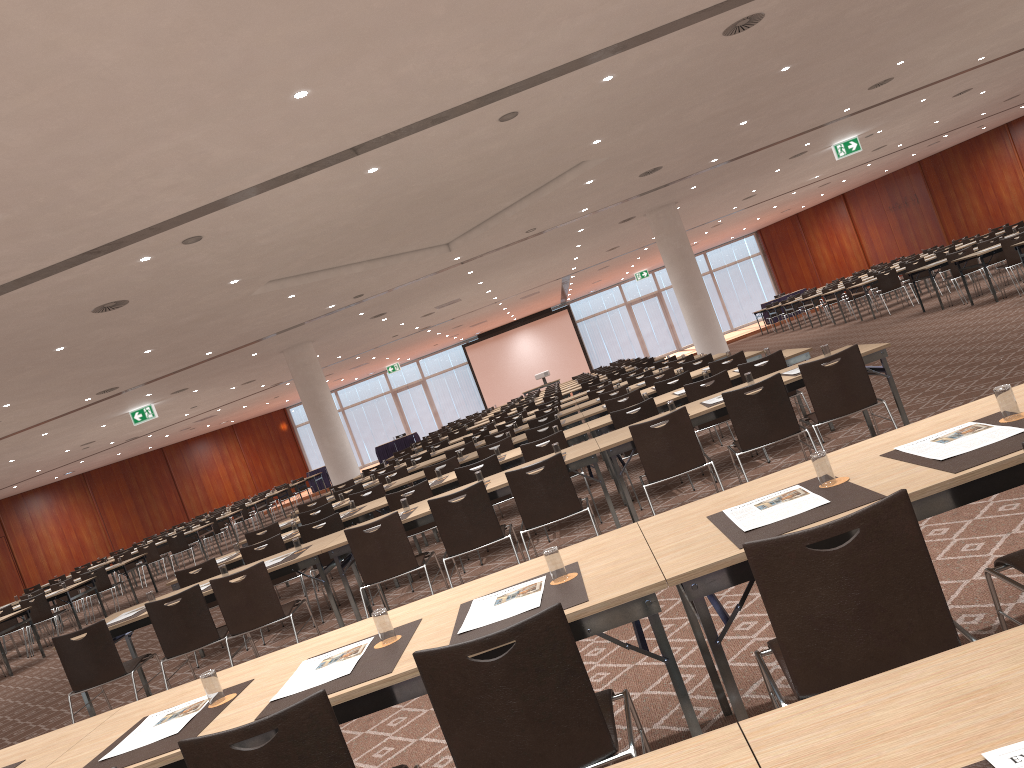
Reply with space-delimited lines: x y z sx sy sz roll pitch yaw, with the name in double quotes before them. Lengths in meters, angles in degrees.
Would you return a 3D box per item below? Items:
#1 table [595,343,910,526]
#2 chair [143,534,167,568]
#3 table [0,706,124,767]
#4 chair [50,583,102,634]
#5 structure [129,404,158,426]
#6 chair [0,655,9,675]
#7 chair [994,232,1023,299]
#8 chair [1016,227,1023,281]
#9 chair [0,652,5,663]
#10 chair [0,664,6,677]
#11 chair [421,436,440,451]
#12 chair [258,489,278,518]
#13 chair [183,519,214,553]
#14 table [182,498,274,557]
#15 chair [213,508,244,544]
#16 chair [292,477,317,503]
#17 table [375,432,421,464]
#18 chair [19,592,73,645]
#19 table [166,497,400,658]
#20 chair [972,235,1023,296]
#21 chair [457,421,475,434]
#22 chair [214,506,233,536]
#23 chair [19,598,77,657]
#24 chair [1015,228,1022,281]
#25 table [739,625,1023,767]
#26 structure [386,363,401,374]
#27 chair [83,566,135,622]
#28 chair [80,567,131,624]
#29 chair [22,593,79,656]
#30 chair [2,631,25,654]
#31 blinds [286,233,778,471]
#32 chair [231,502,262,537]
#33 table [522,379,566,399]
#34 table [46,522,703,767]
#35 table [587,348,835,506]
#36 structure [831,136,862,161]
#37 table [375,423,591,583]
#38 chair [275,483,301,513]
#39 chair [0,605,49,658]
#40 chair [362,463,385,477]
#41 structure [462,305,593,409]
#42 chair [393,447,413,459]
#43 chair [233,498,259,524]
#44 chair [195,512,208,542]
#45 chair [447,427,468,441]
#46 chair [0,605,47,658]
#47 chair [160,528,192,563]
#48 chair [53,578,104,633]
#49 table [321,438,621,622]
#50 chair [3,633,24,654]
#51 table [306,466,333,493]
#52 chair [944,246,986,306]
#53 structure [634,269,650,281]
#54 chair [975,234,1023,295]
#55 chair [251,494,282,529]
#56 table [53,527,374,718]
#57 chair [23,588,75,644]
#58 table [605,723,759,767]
"table" 1.892 0.470 7.077 2.267 0.833 0.953 -20 0 3
"chair" -10.743 5.020 26.861 0.535 0.939 0.613 -20 1 1
"table" -2.563 2.141 3.310 2.267 0.833 0.953 -20 0 3
"chair" -8.487 4.224 17.146 0.535 0.939 0.613 -20 1 1
"structure" -8.777 0.730 21.133 0.587 0.346 0.105 -20 1 3
"chair" -8.038 4.075 13.155 0.536 0.939 0.613 -20 1 3
"chair" 8.048 -1.904 14.097 0.536 0.939 0.613 -20 1 6
"chair" 9.397 -2.412 15.940 0.536 0.939 0.613 -20 1 2
"chair" -9.226 4.507 15.116 0.536 0.939 0.613 -20 1 5
"chair" -8.103 4.099 13.159 0.536 0.939 0.613 -20 1 5
"chair" -1.700 1.690 20.263 0.536 0.939 0.613 -20 1 4
"chair" -8.345 4.113 30.574 0.536 0.939 0.613 -20 1 2
"chair" -9.482 4.552 26.722 0.535 0.939 0.613 -20 1 0
"table" -8.019 4.072 25.228 2.267 0.833 0.953 -20 0 3
"chair" -8.602 4.225 26.726 0.536 0.939 0.613 -20 1 4
"chair" -7.168 3.676 30.500 0.536 0.939 0.613 -20 1 4
"table" -4.342 2.537 34.226 1.713 0.832 1.041 -20 0 3
"chair" -9.111 4.455 17.229 0.536 0.939 0.613 -20 1 6
"table" -2.256 2.001 9.342 2.267 0.833 0.953 -20 0 3
"chair" 8.697 -2.153 16.058 0.536 0.939 0.613 -20 1 2
"chair" -0.996 1.420 22.222 0.536 0.939 0.613 -20 1 4
"chair" -9.925 4.699 30.756 0.536 0.939 0.613 -20 1 2
"chair" -7.942 4.030 15.109 0.536 0.939 0.613 -20 1 2
"chair" 9.380 -2.406 15.941 0.536 0.939 0.613 -20 1 3
"table" 1.585 0.610 1.044 2.267 0.833 0.953 -20 0 3
"structure" -5.189 -0.680 38.869 0.587 0.346 0.105 -20 1 3
"chair" -7.784 3.964 17.028 0.536 0.939 0.613 -20 1 2
"chair" -7.859 3.991 17.032 0.536 0.939 0.613 -20 1 1
"chair" -7.900 4.015 15.106 0.536 0.939 0.613 -20 1 6
"chair" -10.019 4.793 17.169 0.536 0.939 0.613 -20 1 3
"blinds" 0.861 -1.019 40.377 22.857 3.817 0.115 -20 1 3
"chair" -8.022 4.010 26.630 0.536 0.939 0.613 -20 1 5
"table" 1.258 0.459 33.888 1.540 0.832 0.953 -20 0 3
"table" -0.438 1.352 3.175 2.267 0.833 0.953 -20 0 3
"table" 1.994 0.424 9.073 2.267 0.833 0.953 -20 0 3
"structure" 7.586 -5.343 20.097 0.587 0.346 0.105 -20 1 3
"table" -0.131 1.212 9.207 2.267 0.833 0.953 -20 0 3
"chair" -7.772 3.900 30.619 0.536 0.939 0.613 -20 1 6
"chair" -8.517 4.244 15.188 0.536 0.939 0.613 -20 1 3
"chair" -2.443 1.981 16.764 0.536 0.939 0.613 -20 1 3
"structure" 0.690 -1.181 40.000 5.159 3.526 0.395 -20 1 3
"chair" -2.326 1.922 20.261 0.536 0.939 0.613 -20 1 5
"chair" -9.251 4.448 30.772 0.536 0.939 0.613 -20 1 1
"chair" -10.550 4.931 30.714 0.536 0.939 0.613 -20 1 1
"chair" -1.093 1.465 20.148 0.536 0.939 0.613 -20 1 4
"chair" -8.522 4.246 15.189 0.535 0.939 0.613 -20 1 0
"chair" -10.154 4.802 26.683 0.536 0.939 0.613 -20 1 6
"chair" -8.440 4.207 17.143 0.536 0.939 0.613 -20 1 4
"table" -0.233 1.259 7.211 2.267 0.833 0.953 -20 0 3
"chair" -10.018 4.793 17.169 0.535 0.939 0.613 -20 1 0
"table" -7.005 3.525 34.394 1.713 0.832 1.041 -20 0 3
"chair" 8.181 -1.961 16.017 0.536 0.939 0.613 -20 1 3
"structure" 5.592 -4.681 38.186 0.587 0.346 0.105 -20 1 3
"chair" 8.760 -2.176 16.054 0.535 0.939 0.613 -20 1 1
"chair" -7.382 3.773 26.508 0.536 0.939 0.613 -20 1 5
"table" -2.358 2.047 7.346 2.267 0.833 0.953 -20 0 3
"chair" -9.049 4.432 17.225 0.536 0.939 0.613 -20 1 2
"table" -0.539 1.399 1.179 2.267 0.833 0.953 -20 0 3
